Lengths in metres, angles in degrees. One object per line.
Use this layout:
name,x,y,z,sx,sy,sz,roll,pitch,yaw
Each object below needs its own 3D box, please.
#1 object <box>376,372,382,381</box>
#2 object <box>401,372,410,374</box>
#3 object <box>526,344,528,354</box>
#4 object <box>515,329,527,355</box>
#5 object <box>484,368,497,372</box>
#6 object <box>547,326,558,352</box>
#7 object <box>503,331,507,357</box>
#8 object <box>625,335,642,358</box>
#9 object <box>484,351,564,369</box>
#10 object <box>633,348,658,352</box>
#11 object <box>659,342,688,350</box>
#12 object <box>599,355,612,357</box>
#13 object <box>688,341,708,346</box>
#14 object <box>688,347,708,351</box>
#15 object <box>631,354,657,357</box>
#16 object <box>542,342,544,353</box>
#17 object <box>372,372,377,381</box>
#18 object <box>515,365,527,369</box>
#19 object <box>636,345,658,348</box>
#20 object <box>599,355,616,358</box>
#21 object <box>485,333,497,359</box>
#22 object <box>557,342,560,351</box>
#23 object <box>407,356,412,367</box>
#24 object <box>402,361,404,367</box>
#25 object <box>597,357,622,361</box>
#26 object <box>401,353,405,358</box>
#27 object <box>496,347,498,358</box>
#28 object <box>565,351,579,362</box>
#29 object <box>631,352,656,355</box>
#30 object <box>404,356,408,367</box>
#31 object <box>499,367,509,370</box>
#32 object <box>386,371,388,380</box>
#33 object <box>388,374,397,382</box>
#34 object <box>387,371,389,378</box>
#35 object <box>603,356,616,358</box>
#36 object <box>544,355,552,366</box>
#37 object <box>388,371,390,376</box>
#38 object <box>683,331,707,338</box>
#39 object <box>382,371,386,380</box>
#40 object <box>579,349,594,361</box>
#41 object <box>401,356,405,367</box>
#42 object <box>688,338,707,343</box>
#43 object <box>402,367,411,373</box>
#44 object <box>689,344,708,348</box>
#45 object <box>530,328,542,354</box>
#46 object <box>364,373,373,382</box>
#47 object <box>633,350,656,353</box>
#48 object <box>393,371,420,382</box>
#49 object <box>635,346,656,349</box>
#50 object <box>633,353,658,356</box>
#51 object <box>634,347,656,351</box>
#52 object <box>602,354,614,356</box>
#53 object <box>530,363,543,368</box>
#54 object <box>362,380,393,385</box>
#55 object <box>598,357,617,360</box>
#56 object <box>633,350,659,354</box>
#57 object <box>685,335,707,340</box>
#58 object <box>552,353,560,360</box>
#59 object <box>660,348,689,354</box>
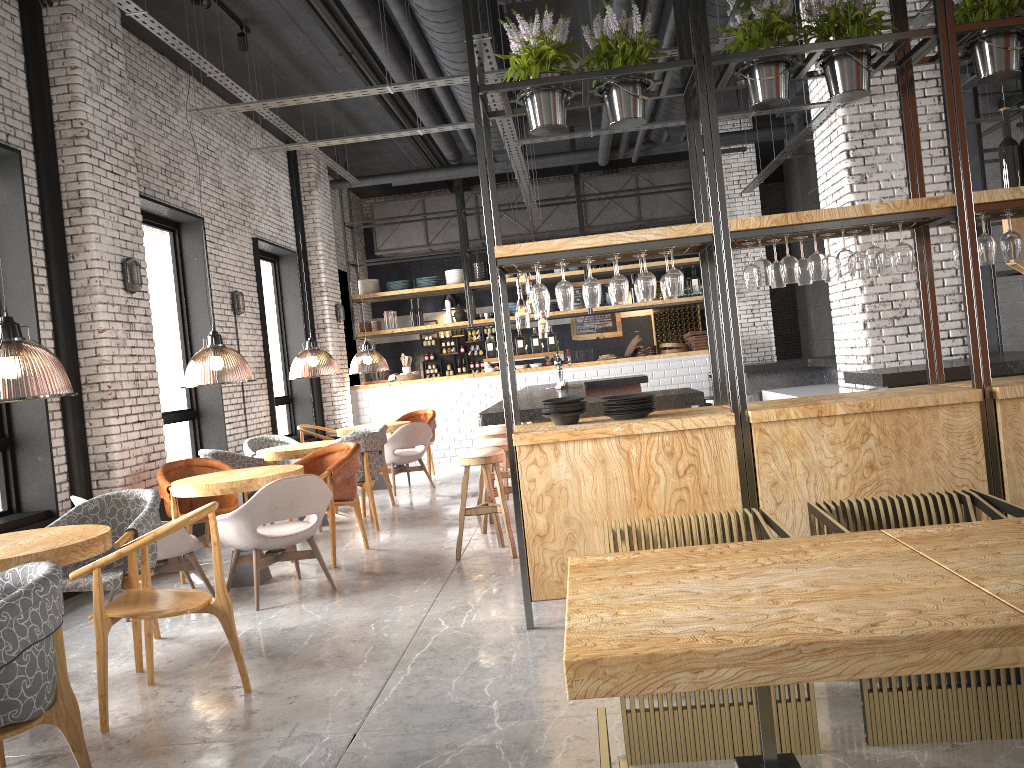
object,-2.097,-0.206,13.950,0.070,0.368,0.107,-6,0,4
object,-1.658,-0.138,13.769,0.160,0.078,0.160,-6,1,-17
object,0.235,-0.543,13.868,0.031,0.164,0.046,-6,0,29
object,0.132,-0.655,13.934,0.154,0.404,0.154,-6,0,4
object,-0.327,-0.213,13.647,0.216,0.055,0.324,-6,1,4
object,0.620,-0.704,13.896,0.154,0.404,0.154,-6,0,4
object,-0.109,-0.630,13.944,0.154,0.404,0.154,-6,0,4
object,1.860,-0.579,13.616,0.242,0.338,0.488,-6,1,-10
object,0.215,-0.183,13.933,1.250,0.551,0.315,-6,0,4
object,2.036,-0.522,13.709,0.458,0.019,0.406,-7,2,-43
object,2.488,-0.594,13.638,0.440,0.154,0.436,-7,2,-39
object,1.448,-0.433,13.629,0.172,0.010,0.368,-6,1,14
object,2.936,-0.634,13.589,0.405,0.044,0.636,-6,1,1
object,2.945,-0.546,13.589,0.405,0.044,0.636,-6,1,0
object,2.066,-0.445,13.710,0.458,0.019,0.407,-5,2,40
object,0.478,-0.567,13.827,0.024,0.164,0.062,-6,0,-5
object,-2.162,-0.200,13.954,0.070,0.368,0.107,-6,0,4
object,0.142,-0.261,13.620,0.216,0.055,0.324,-6,1,4
object,2.033,-0.571,13.709,0.458,0.019,0.406,-7,2,-39
object,1.485,-0.427,13.719,0.229,0.016,0.557,-6,1,11
object,-0.339,-0.607,13.971,0.154,0.404,0.154,-6,0,4
object,0.719,-0.592,13.806,0.034,0.164,0.061,-6,0,38
object,-1.630,-0.259,13.992,0.123,0.358,0.076,-6,0,20
object,-1.685,-0.231,13.988,0.072,0.328,0.052,-6,0,-40
object,1.530,-0.388,13.674,0.458,0.019,0.406,-7,2,-44
object,-1.706,-0.346,14.047,0.090,0.289,0.017,-6,0,41
object,-0.232,-0.495,13.882,0.032,0.164,0.080,-6,0,-24
object,0.925,-0.420,13.723,0.181,0.168,0.170,-6,1,14
object,2.058,-0.476,13.711,0.458,0.019,0.407,-5,2,33
object,-1.655,-0.260,13.946,0.033,0.370,0.137,-6,0,-29
object,-0.097,-0.238,13.616,0.216,0.059,0.324,-6,1,4
object,-2.002,-0.143,14.021,0.056,0.249,0.056,-6,0,-33
object,-1.792,-0.100,13.835,0.187,0.111,0.283,-5,2,41
object,-1.995,-0.146,14.108,0.056,0.249,0.056,-6,0,-33
object,1.478,-0.413,13.719,0.214,0.013,0.521,-6,1,1
object,0.557,-0.358,13.601,0.122,0.165,0.112,-5,1,38
object,-1.989,-0.149,14.195,0.056,0.249,0.056,-6,0,-33
object,2.866,-0.759,13.530,0.406,0.094,0.636,-6,1,2
object,-2.009,-0.141,13.935,0.056,0.249,0.056,-6,0,-33
object,1.158,-0.446,13.797,0.181,0.168,0.170,-6,1,-16
object,-1.706,-0.261,14.018,0.087,0.356,0.026,-6,0,27
object,2.932,-0.678,13.589,0.405,0.044,0.636,-6,1,5
object,-1.654,-0.167,13.996,0.129,0.204,0.129,-5,1,40
object,2.941,-0.590,13.589,0.405,0.044,0.636,-6,1,7
object,0.374,-0.679,13.911,0.154,0.404,0.154,-6,0,4
object,-2.275,-0.282,13.949,0.106,0.554,0.157,-6,0,4
object,2.021,-0.504,13.698,0.406,0.019,0.458,-5,1,18
object,-1.661,-0.114,13.874,0.437,0.157,0.419,-6,1,-23
object,2.053,-0.556,13.710,0.458,0.019,0.407,-5,2,38
object,2.080,-0.462,13.701,0.407,0.019,0.458,-6,1,-23
object,2.061,-0.541,13.708,0.407,0.019,0.458,-7,2,-43
object,1.480,-0.445,13.559,0.184,0.011,0.254,-5,2,26
object,0.371,-0.286,13.586,0.216,0.060,0.324,-6,1,4
object,-2.126,-0.029,14.057,0.411,0.050,0.411,-6,1,4
object,1.486,-0.401,13.724,0.276,0.019,0.514,-6,1,9
object,2.050,-0.491,13.711,0.458,0.019,0.406,-7,2,-27
object,2.927,-0.722,13.589,0.405,0.044,0.636,-6,1,-2
object,0.681,-0.381,13.521,0.128,0.189,0.123,-6,1,13
object,2.491,-0.526,13.635,0.436,0.097,0.437,-5,1,29
